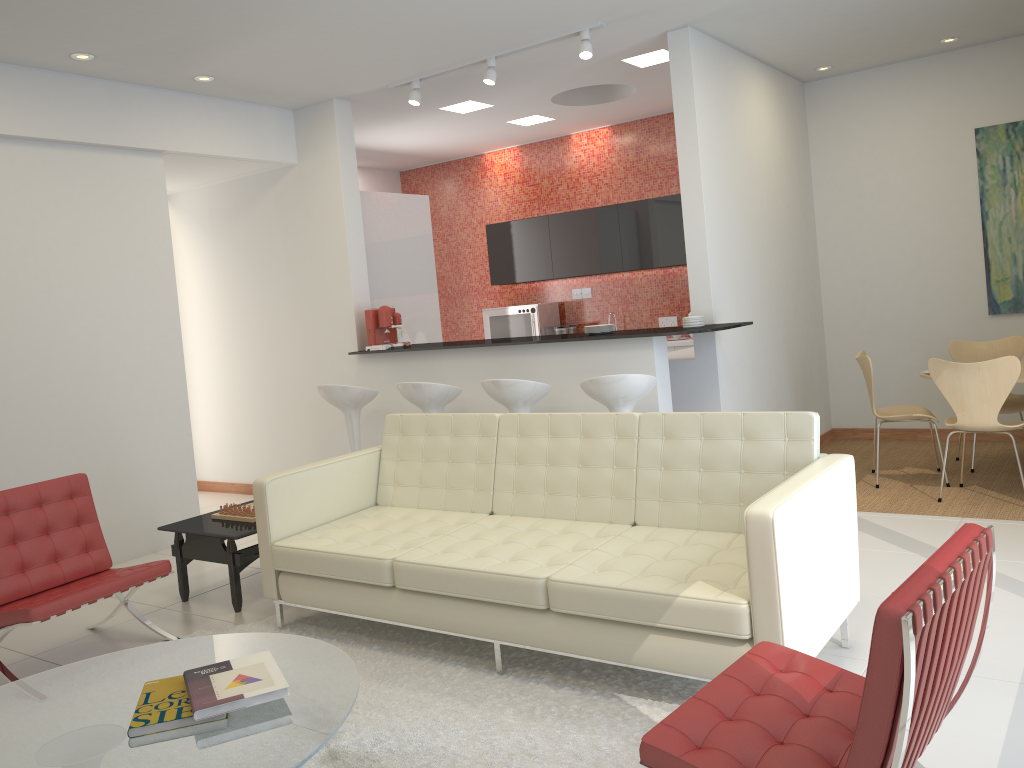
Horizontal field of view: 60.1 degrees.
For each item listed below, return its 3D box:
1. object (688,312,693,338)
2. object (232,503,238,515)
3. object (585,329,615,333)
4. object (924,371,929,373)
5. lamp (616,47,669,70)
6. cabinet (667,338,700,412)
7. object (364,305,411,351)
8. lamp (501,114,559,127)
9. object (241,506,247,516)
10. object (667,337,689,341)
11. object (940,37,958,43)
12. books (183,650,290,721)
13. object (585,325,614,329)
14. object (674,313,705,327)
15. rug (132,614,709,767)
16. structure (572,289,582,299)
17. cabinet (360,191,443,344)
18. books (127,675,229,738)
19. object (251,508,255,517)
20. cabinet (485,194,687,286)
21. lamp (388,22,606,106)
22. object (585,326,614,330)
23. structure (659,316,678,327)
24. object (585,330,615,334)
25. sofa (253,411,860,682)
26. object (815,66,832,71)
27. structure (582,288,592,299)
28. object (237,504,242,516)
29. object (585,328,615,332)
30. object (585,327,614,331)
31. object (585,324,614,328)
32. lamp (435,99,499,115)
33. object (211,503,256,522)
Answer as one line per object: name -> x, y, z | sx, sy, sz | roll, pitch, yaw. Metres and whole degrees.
object -> 1.742, -0.570, 8.423 | 0.159, 0.283, 0.160 | -5, 3, -3
object -> -1.546, 0.695, 4.933 | 0.030, 0.069, 0.030 | -3, 3, 43
object -> 0.608, -0.364, 6.119 | 0.210, 0.015, 0.210 | -6, 5, -10
object -> 2.948, -0.082, 6.096 | 0.211, 0.015, 0.210 | -8, 6, -32
lamp -> 1.045, -2.445, 6.612 | 0.408, 0.034, 0.410 | -2, 6, 35
cabinet -> 0.652, 0.206, 7.987 | 3.330, 0.982, 2.506 | -2, 6, 35
object -> -0.920, -0.443, 6.835 | 0.320, 0.336, 0.322 | -3, 4, 36
lamp -> 0.180, -2.529, 8.449 | 0.408, 0.034, 0.410 | -2, 6, 35
object -> -1.481, 0.700, 4.887 | 0.030, 0.055, 0.030 | -3, 3, 43
object -> 1.598, -0.432, 8.543 | 0.218, 0.014, 0.219 | -1, 7, 40
object -> 3.387, -2.663, 6.858 | 0.129, 0.010, 0.129 | -6, 5, -9
books -> -0.804, 0.867, 2.567 | 0.256, 0.026, 0.324 | -8, 6, -25
object -> 0.606, -0.391, 6.118 | 0.210, 0.015, 0.210 | -6, 5, -10
object -> 1.174, -0.426, 5.820 | 0.173, 0.097, 0.140 | -3, 5, 28
rug -> -0.630, 1.254, 3.035 | 3.322, 0.004, 2.454 | -1, 6, 37
structure -> 0.688, -0.951, 9.371 | 0.114, 0.104, 0.013 | -3, 3, 36
cabinet -> -1.606, -0.368, 8.105 | 1.634, 2.519, 1.061 | -3, 3, 36
books -> -0.945, 0.909, 2.548 | 0.256, 0.026, 0.324 | -7, 5, -15
object -> -1.415, 0.704, 4.841 | 0.030, 0.044, 0.030 | -3, 4, 43
cabinet -> 1.159, -1.451, 8.779 | 3.237, 0.658, 0.353 | -2, 4, 35
lamp -> -0.165, -2.177, 6.154 | 1.819, 0.199, 0.113 | -2, 4, 35
object -> 0.606, -0.384, 6.118 | 0.210, 0.015, 0.210 | -6, 5, -10
structure -> 1.549, -0.616, 8.789 | 0.198, 0.099, 0.016 | -2, 3, 35
object -> 0.609, -0.357, 6.119 | 0.210, 0.015, 0.210 | -6, 5, -10
sofa -> 0.082, 0.645, 3.924 | 2.561, 0.920, 1.005 | -2, 5, 35
object -> 2.609, -2.641, 7.412 | 0.129, 0.010, 0.129 | -6, 5, -9
structure -> 0.786, -0.954, 9.305 | 0.114, 0.104, 0.008 | -3, 3, 36
object -> -1.514, 0.697, 4.910 | 0.030, 0.064, 0.030 | -3, 3, 43
object -> 0.608, -0.370, 6.119 | 0.210, 0.015, 0.210 | -6, 5, -10
object -> 0.607, -0.377, 6.118 | 0.210, 0.015, 0.210 | -6, 5, -10
object -> 0.605, -0.398, 6.118 | 0.210, 0.015, 0.210 | -6, 5, -10
lamp -> -0.393, -2.404, 7.637 | 0.408, 0.034, 0.410 | -2, 6, 35
object -> -1.446, 0.721, 5.037 | 0.359, 0.021, 0.362 | -2, 6, 35
